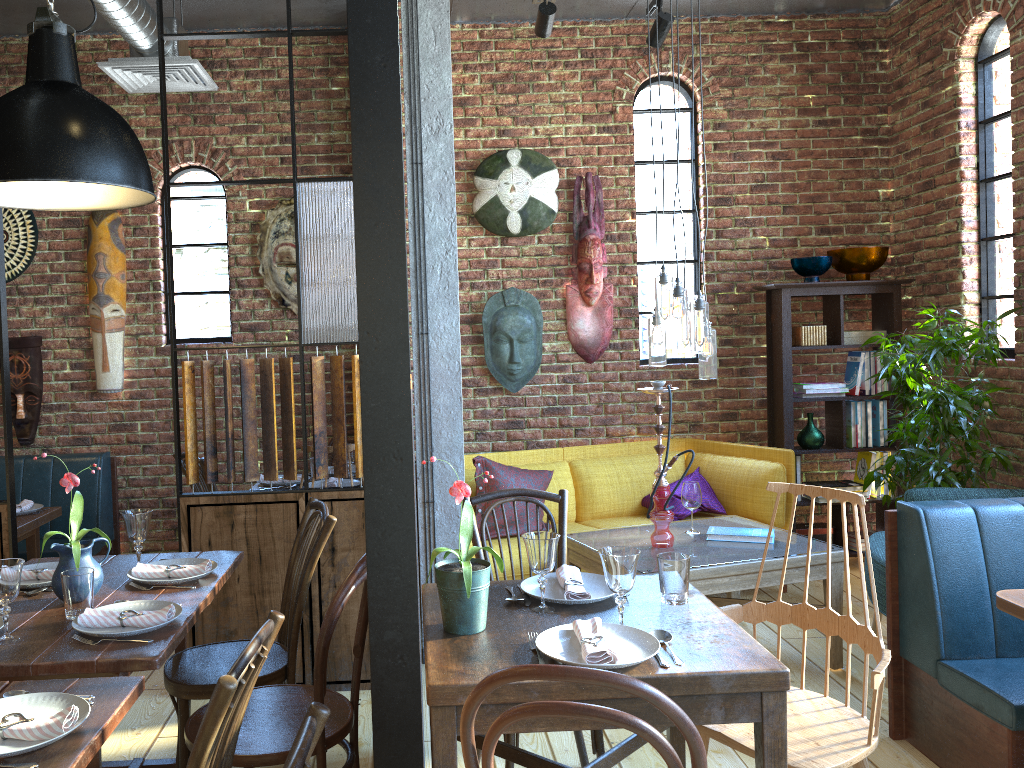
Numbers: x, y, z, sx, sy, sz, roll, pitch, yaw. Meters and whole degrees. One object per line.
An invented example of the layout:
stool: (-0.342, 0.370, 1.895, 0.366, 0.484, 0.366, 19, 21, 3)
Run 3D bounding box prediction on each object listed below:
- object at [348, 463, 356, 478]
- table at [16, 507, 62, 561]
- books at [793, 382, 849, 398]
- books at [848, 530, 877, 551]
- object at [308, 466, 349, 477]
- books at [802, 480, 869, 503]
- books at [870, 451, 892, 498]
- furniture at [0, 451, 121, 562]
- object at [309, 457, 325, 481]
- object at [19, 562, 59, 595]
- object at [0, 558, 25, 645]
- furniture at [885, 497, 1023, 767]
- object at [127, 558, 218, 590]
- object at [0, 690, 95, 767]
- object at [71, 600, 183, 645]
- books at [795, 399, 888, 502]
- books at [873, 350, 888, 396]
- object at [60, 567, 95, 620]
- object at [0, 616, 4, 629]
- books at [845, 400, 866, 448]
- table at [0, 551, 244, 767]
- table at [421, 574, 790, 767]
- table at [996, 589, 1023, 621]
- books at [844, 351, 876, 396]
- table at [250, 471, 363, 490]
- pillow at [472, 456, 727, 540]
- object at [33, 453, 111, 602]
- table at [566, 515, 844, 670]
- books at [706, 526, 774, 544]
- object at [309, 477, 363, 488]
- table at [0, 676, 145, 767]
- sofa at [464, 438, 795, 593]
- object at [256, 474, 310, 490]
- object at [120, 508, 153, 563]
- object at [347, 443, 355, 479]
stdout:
object: (-0.809, 0.422, 4.539, 0.088, 0.119, 0.081, -1, 2, 27)
table: (-2.722, 0.988, 4.337, 0.741, 0.602, 0.748, -2, 3, -4)
books: (1.810, 0.035, 5.184, 0.268, 0.080, 0.179, -2, 3, -3)
books: (2.078, 0.924, 5.209, 0.238, 0.072, 0.208, -3, 3, -15)
object: (-0.939, 0.453, 4.686, 0.325, 0.051, 0.269, -2, 3, 0)
books: (1.898, 0.631, 5.182, 0.303, 0.088, 0.245, -2, 3, -1)
books: (2.162, 0.528, 5.215, 0.084, 0.272, 0.191, -2, 2, -6)
furniture: (-2.999, 0.875, 4.553, 1.438, 0.821, 1.500, -2, 3, -4)
object: (-0.982, 0.432, 4.465, 0.088, 0.119, 0.081, -1, 2, 27)
object: (-1.460, 0.583, 2.705, 0.270, 0.051, 0.325, -2, 3, -1)
object: (-1.246, 0.535, 2.165, 0.101, 0.191, 0.096, -1, 2, 16)
furniture: (2.118, 0.848, 1.738, 1.358, 0.821, 2.628, -2, 3, -5)
object: (-1.044, 0.567, 2.728, 0.270, 0.051, 0.325, -2, 3, -1)
object: (-0.925, 0.623, 1.648, 0.270, 0.051, 0.325, -2, 3, -1)
object: (-0.982, 0.590, 2.269, 0.270, 0.051, 0.325, -2, 3, -1)
books: (1.901, 0.387, 5.201, 0.584, 0.574, 0.191, -2, 2, -3)
books: (2.145, -0.066, 5.198, 0.079, 0.257, 0.179, -2, 2, -6)
object: (-1.150, 0.557, 2.338, 0.082, 0.119, 0.087, -3, 2, -21)
object: (-1.403, 0.611, 2.168, 0.270, 0.051, 0.325, -2, 3, -1)
books: (2.009, 0.232, 5.200, 0.085, 0.272, 0.173, -2, 2, -5)
table: (-1.214, 0.972, 2.523, 0.724, 0.727, 1.037, -2, 3, -5)
table: (0.167, 0.942, 2.183, 0.747, 0.726, 0.754, -2, 2, -4)
table: (1.848, 0.939, 1.743, 0.819, 0.660, 1.549, -2, 3, -5)
books: (2.042, -0.063, 5.205, 0.123, 0.258, 0.164, -2, 2, -5)
table: (-0.913, 0.854, 4.463, 0.747, 0.726, 0.754, -2, 2, -4)
pillow: (0.430, 0.566, 4.828, 1.463, 0.453, 0.409, -3, 2, -14)
object: (-1.229, 0.398, 2.493, 0.140, 0.431, 0.213, -2, 2, 14)
table: (0.806, 0.935, 3.853, 0.911, 0.508, 0.771, -3, 3, -18)
books: (1.001, 0.660, 3.861, 0.282, 0.028, 0.156, -1, 3, 21)
object: (-0.838, 0.475, 4.225, 0.325, 0.051, 0.269, -2, 3, 0)
table: (-1.083, 1.031, 1.392, 0.724, 0.727, 1.037, -2, 3, -5)
sofa: (0.457, 0.767, 4.798, 1.940, 0.762, 0.813, -3, 3, -18)
object: (-1.149, 0.476, 4.413, 0.270, 0.051, 0.325, -2, 3, -1)
object: (-1.183, 0.498, 2.787, 0.101, 0.191, 0.095, -1, 2, 21)
object: (-0.804, 0.395, 4.364, 0.101, 0.191, 0.096, -1, 2, 16)
